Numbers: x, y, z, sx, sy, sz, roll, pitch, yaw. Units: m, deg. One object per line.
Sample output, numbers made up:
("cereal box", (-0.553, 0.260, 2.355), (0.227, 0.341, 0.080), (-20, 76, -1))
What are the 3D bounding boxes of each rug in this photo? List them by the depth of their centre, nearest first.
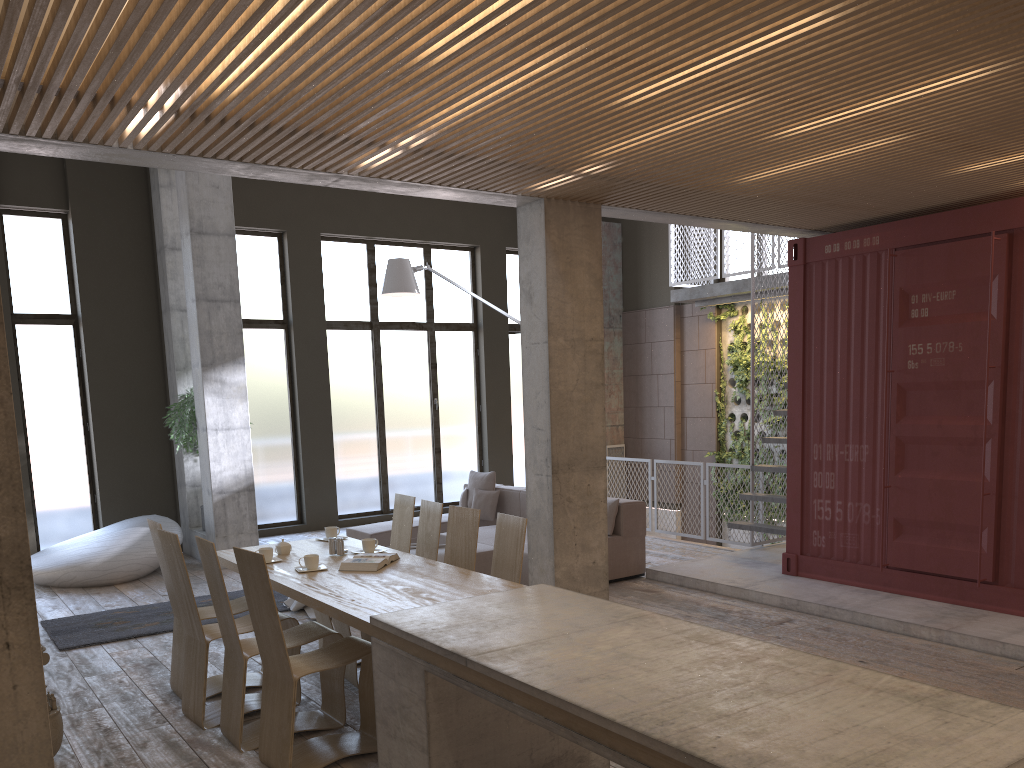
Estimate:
("rug", (-2.740, 2.099, 8.282), (2.900, 0.050, 1.157), (-2, -1, -34))

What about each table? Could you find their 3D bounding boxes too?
("table", (-0.231, 1.532, 4.422), (1.005, 0.934, 5.164), (-4, 1, -35))

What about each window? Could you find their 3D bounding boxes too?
("window", (4.068, -2.257, 11.296), (0.109, 1.772, 3.549), (-7, 4, -35))
("window", (-3.159, -0.034, 12.638), (9.146, 4.238, 0.207), (-3, 7, -36))

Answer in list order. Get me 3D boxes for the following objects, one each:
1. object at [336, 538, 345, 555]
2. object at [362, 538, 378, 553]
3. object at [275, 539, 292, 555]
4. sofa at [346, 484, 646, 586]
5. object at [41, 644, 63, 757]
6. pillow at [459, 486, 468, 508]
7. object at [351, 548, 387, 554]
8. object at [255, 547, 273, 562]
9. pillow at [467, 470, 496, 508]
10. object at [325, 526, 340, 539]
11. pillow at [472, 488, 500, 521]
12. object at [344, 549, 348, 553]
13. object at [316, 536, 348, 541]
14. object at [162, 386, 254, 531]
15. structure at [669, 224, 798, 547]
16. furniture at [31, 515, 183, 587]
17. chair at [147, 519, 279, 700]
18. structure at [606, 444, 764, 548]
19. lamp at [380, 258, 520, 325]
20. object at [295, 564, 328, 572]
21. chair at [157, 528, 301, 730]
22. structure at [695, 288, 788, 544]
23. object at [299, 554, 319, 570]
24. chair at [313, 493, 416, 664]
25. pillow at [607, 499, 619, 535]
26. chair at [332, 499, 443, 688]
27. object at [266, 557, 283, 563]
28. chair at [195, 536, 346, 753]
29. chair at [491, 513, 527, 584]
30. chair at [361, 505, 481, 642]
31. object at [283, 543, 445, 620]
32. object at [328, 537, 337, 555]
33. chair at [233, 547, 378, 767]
("object", (-1.149, 1.086, 5.868), (0.052, 0.111, 0.051), (-1, 6, 10))
("object", (-0.968, 1.097, 5.956), (0.093, 0.089, 0.115), (-1, 3, 9))
("object", (-1.566, 1.115, 6.007), (0.121, 0.113, 0.088), (-5, 6, -43))
("sofa", (-0.711, 1.641, 9.291), (2.993, 0.796, 2.984), (-2, 0, -35))
("object", (-2.597, 1.736, 4.757), (0.249, 0.693, 0.266), (0, 7, 18))
("pillow", (-0.577, 1.462, 10.848), (0.151, 0.382, 0.364), (-2, 4, -2))
("object", (-0.968, 1.140, 5.948), (0.185, 0.014, 0.184), (-2, -1, 42))
("object", (-1.614, 1.121, 5.734), (0.093, 0.089, 0.115), (-1, 3, 20))
("pillow", (-0.387, 1.324, 10.607), (0.220, 0.566, 0.560), (-6, 6, -33))
("object", (-1.349, 1.116, 6.571), (0.093, 0.089, 0.115), (-1, 3, 9))
("pillow", (-0.322, 1.423, 10.352), (0.376, 0.378, 0.167), (0, 7, 28))
("object", (-1.137, 1.132, 5.938), (0.050, 0.019, 0.050), (-2, 1, 38))
("object", (-1.350, 1.159, 6.564), (0.185, 0.014, 0.184), (-2, -1, 42))
("object", (-3.756, 0.874, 10.740), (1.000, 1.894, 0.953), (0, 7, 21))
("structure", (3.019, -0.181, 10.768), (3.015, 4.382, 3.659), (-6, 6, -35))
("furniture", (-4.725, 1.967, 10.031), (1.793, 0.823, 1.611), (-2, 1, 3))
("chair", (-1.972, 1.468, 5.875), (0.716, 1.214, 0.345), (-6, 8, -34))
("structure", (2.334, 1.427, 12.183), (1.914, 0.947, 4.408), (-3, 0, -35))
("lamp", (-0.343, 0.321, 10.647), (0.751, 3.479, 2.602), (5, 8, 43))
("object", (-1.244, 1.145, 5.432), (0.184, 0.014, 0.184), (-2, -1, -22))
("chair", (-1.722, 1.455, 5.435), (0.716, 1.214, 0.346), (-7, 9, -38))
("structure", (3.619, 0.384, 11.957), (0.997, 3.881, 2.608), (-7, 7, -35))
("object", (-1.246, 1.105, 5.418), (0.093, 0.089, 0.115), (0, 3, 29))
("chair", (-1.085, 1.442, 6.482), (0.717, 1.214, 0.345), (-5, 8, -31))
("pillow", (0.928, 1.323, 8.804), (0.186, 0.372, 0.359), (-6, 5, -30))
("chair", (-0.847, 1.430, 6.034), (0.717, 1.214, 0.345), (-5, 8, -29))
("object", (-1.614, 1.160, 5.749), (0.184, 0.014, 0.184), (-2, -1, -32))
("chair", (-1.366, 1.439, 5.068), (0.716, 1.214, 0.345), (-6, 8, -34))
("chair", (-0.288, 1.403, 5.195), (0.717, 1.214, 0.345), (-5, 8, -29))
("chair", (-0.572, 1.416, 5.612), (0.716, 1.214, 0.346), (-6, 8, -37))
("object", (-1.310, 1.788, 8.136), (1.593, 0.510, 1.035), (-2, 1, -16))
("object", (-1.205, 1.087, 5.888), (0.052, 0.113, 0.051), (-1, 7, 10))
("chair", (-1.028, 1.424, 4.689), (0.715, 1.214, 0.346), (-7, 9, -40))
